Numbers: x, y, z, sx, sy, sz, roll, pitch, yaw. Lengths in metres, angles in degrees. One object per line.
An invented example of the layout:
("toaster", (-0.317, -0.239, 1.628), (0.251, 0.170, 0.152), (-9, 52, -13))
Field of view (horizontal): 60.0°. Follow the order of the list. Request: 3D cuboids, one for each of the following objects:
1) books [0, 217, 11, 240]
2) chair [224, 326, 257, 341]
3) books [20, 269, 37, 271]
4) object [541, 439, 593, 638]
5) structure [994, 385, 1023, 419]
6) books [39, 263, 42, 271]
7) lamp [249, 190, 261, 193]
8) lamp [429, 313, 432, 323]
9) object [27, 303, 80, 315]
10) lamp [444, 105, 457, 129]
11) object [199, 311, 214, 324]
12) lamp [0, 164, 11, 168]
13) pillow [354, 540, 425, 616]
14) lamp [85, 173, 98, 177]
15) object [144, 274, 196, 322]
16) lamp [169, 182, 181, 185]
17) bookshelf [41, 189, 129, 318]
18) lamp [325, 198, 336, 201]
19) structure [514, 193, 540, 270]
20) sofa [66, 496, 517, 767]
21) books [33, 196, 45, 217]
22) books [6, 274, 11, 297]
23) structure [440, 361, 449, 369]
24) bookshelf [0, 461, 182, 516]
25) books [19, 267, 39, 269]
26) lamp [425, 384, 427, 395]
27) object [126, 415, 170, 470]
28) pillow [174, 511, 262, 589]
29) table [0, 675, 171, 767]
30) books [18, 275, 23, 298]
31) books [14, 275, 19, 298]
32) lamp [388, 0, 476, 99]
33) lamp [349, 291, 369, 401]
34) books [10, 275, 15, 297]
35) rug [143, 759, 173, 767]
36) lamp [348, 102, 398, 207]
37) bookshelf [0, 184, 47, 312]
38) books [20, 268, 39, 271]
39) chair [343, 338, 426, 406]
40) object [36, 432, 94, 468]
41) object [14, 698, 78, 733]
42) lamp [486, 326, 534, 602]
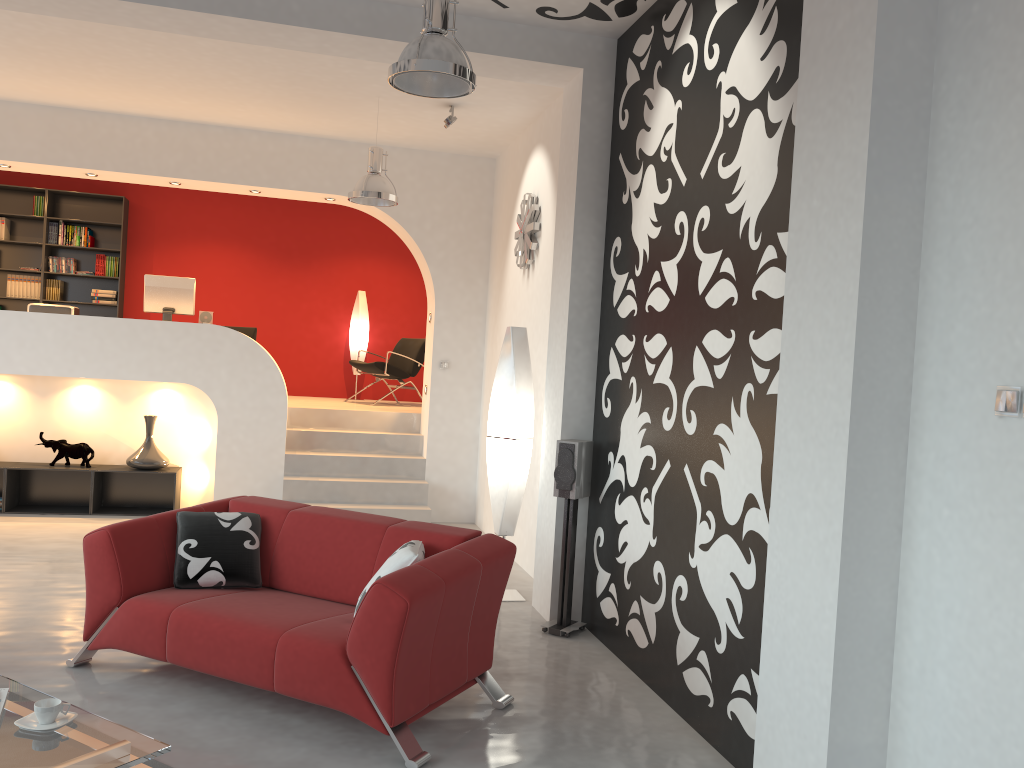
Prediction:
("books", (-5.764, -1.749, 10.088), (0.040, 0.260, 0.200), (3, 1, -14))
("chair", (-3.262, -0.262, 9.804), (0.664, 0.795, 0.768), (4, 1, 6))
("books", (-5.528, -1.296, 10.181), (0.190, 0.015, 0.135), (3, 1, -14))
("object", (0.332, 0.883, 5.144), (0.214, 1.112, 0.229), (4, 1, 31))
("structure", (1.261, 0.045, 2.192), (0.016, 0.080, 0.170), (3, 1, -14))
("books", (-5.394, -1.375, 10.211), (0.063, 0.187, 0.135), (3, 1, -14))
("lamp", (-2.377, -1.779, 8.212), (0.105, 0.011, 0.105), (3, 1, -25))
("lamp", (-0.797, -0.644, 8.634), (0.011, 0.105, 0.105), (3, 1, -14))
("object", (-4.258, -0.629, 8.290), (0.397, 0.217, 0.458), (3, 1, -14))
("lamp", (-0.472, -2.058, 6.847), (0.112, 0.176, 0.118), (4, 1, 29))
("object", (-2.961, -0.628, 8.575), (0.133, 0.147, 0.151), (3, 1, -30))
("lamp", (-4.413, -1.894, 7.711), (0.105, 0.011, 0.105), (3, 1, -25))
("pillow", (-0.527, 0.863, 3.848), (0.288, 0.343, 0.402), (3, 1, -6))
("lamp", (-3.735, -1.856, 7.878), (0.105, 0.011, 0.105), (3, 1, -25))
("object", (-3.260, -0.797, 8.446), (0.458, 0.452, 0.230), (3, 1, -14))
("lamp", (-3.056, -1.818, 8.045), (0.105, 0.011, 0.105), (3, 1, -25))
("bookshelf", (-4.958, -1.082, 10.273), (0.816, 2.213, 0.305), (3, 1, -14))
("lamp", (-1.717, -1.742, 8.374), (0.105, 0.011, 0.105), (3, 1, -25))
("structure", (0.107, -1.208, 7.017), (0.090, 0.596, 0.596), (3, 1, -14))
("sofa", (-0.999, 1.008, 4.078), (1.929, 0.738, 0.951), (4, 1, 26))
("books", (-5.395, -2.020, 10.181), (0.146, 0.240, 0.170), (3, 1, -14))
("books", (-5.713, -1.113, 10.121), (0.040, 0.260, 0.200), (3, 1, -14))
("structure", (-0.642, -0.180, 8.421), (0.080, 0.080, 0.016), (3, 1, -14))
("bookshelf", (-4.397, 0.907, 7.793), (2.764, 0.397, 0.405), (3, 1, -14))
("books", (-5.537, -1.327, 10.178), (0.190, 0.015, 0.135), (3, 1, -14))
("lamp", (-0.840, 0.054, 8.646), (0.011, 0.105, 0.105), (3, 1, -14))
("object", (-3.294, 0.529, 8.050), (0.369, 0.481, 0.369), (4, 1, 41))
("pillow", (-1.418, 0.801, 4.293), (0.402, 0.343, 0.288), (3, 1, -21))
("table", (-1.826, 1.204, 2.545), (1.162, 0.286, 1.097), (4, 1, 31))
("books", (-5.596, -1.106, 10.150), (0.040, 0.260, 0.200), (3, 1, -14))
("books", (-5.635, -1.108, 10.141), (0.040, 0.260, 0.200), (3, 1, -14))
("lamp", (-0.321, -1.688, 3.818), (0.379, 0.800, 0.379), (3, 1, -21))
("lamp", (-1.903, -0.477, 10.995), (0.237, 1.349, 0.237), (3, 1, -6))
("books", (-5.674, -1.111, 10.131), (0.040, 0.260, 0.200), (3, 1, -14))
("rug", (-1.828, 1.350, 2.557), (1.700, 0.025, 1.700), (4, 1, 31))
("lamp", (-1.032, -1.782, 6.731), (0.379, 0.800, 0.379), (3, 1, -43))
("bookshelf", (-5.750, -1.127, 10.079), (0.816, 2.213, 0.305), (3, 1, -14))
("books", (-5.520, -1.311, 10.183), (0.190, 0.015, 0.135), (3, 1, -14))
("chair", (-1.443, -0.161, 10.311), (0.768, 0.795, 0.664), (3, 1, -39))
("object", (-3.979, 0.583, 7.909), (0.507, 0.296, 0.191), (4, 1, 2))
("object", (-1.472, 1.044, 2.807), (0.153, 0.069, 0.153), (4, 1, 13))
("lamp", (-0.023, 0.514, 5.852), (0.313, 1.779, 0.313), (3, 1, -6))
